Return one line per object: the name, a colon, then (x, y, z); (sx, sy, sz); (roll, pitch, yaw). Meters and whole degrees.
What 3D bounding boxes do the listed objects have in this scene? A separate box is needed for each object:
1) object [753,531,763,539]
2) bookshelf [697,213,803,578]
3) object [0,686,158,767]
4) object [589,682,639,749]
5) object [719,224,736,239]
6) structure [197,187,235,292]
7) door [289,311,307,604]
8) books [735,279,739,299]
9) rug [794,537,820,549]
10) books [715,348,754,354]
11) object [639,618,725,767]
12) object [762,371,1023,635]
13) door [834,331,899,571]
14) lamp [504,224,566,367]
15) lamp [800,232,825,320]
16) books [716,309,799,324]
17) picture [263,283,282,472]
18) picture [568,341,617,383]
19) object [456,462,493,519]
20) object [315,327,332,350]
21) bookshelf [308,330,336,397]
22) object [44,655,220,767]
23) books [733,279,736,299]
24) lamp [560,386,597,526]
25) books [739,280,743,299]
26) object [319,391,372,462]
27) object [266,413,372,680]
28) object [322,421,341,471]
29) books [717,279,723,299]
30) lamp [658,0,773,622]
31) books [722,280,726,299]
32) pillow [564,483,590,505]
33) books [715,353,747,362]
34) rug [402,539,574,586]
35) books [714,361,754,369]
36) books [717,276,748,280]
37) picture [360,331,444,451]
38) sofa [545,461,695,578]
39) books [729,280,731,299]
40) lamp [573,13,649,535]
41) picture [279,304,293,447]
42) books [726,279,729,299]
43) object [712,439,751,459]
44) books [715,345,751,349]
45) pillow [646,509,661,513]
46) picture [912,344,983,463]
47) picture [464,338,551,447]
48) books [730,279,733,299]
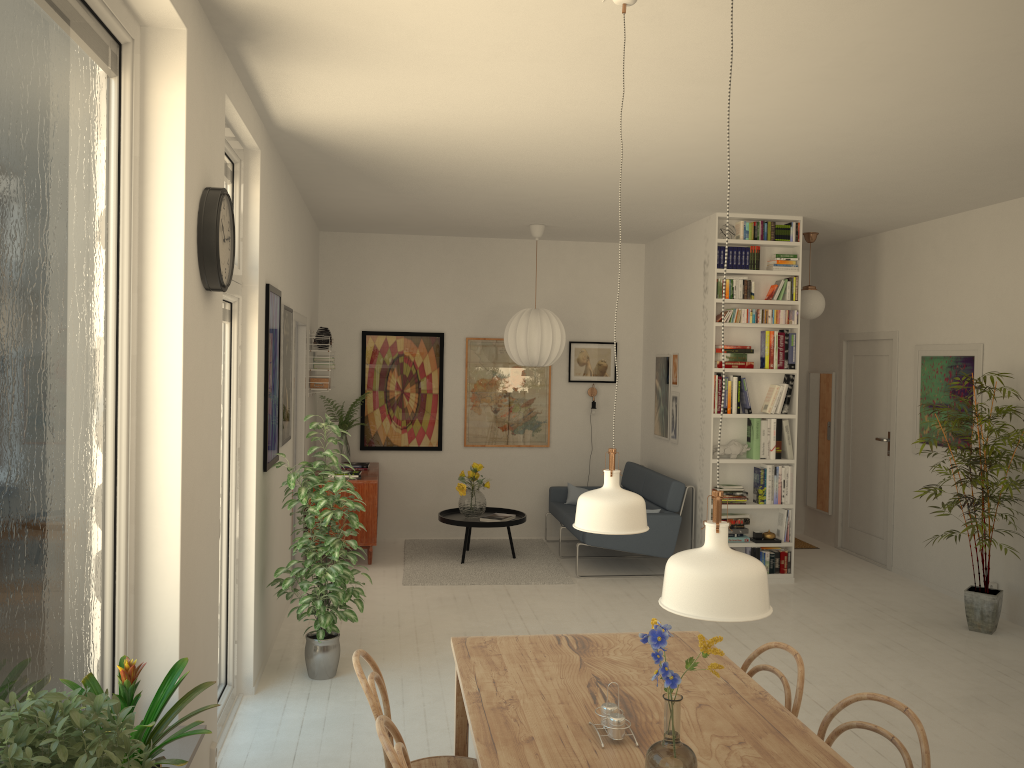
object: (1.958, 1.207, 7.069); (0.058, 0.055, 0.058); (1, 1, -8)
bookshelf: (1.891, 0.120, 7.081); (0.710, 2.900, 0.249); (1, 1, -8)
object: (-0.863, 0.851, 1.650); (0.383, 0.561, 0.395); (1, 1, -10)
object: (0.262, 0.840, 2.292); (0.095, 0.138, 0.155); (1, 1, -8)
object: (1.694, -1.193, 6.961); (0.131, 0.131, 0.131); (1, 1, -12)
structure: (-1.052, -0.516, 3.176); (0.074, 0.371, 0.371); (1, 1, -8)
door: (-2.022, 0.492, 6.549); (0.882, 2.033, 0.955); (1, 1, -8)
books: (1.743, -0.743, 7.038); (0.028, 0.159, 0.222); (1, 1, -8)
rug: (2.401, 1.540, 8.579); (0.941, 0.002, 0.553); (1, 2, -8)
books: (1.735, -0.261, 7.058); (0.314, 0.035, 0.205); (1, 2, -8)
object: (0.360, 0.724, 2.006); (0.206, 0.388, 0.145); (2, 2, 44)
object: (2.809, 0.753, 6.323); (0.778, 1.711, 2.089); (1, 1, -27)
door: (3.220, 0.557, 7.963); (0.166, 2.033, 0.955); (1, 1, -8)
lamp: (0.207, -0.766, 7.697); (0.536, 1.229, 0.536); (2, 1, 26)
lamp: (2.634, -0.953, 7.849); (0.275, 0.767, 0.275); (1, 1, -14)
books: (1.904, -0.532, 7.065); (0.664, 0.110, 0.278); (1, 1, -8)
picture: (-1.340, -0.040, 4.969); (0.018, 0.999, 0.546); (1, 1, -8)
picture: (0.793, -0.213, 8.717); (0.481, 0.402, 0.015); (1, 1, -8)
object: (-0.348, 0.921, 7.668); (0.291, 0.471, 0.361); (2, 1, 30)
object: (-1.591, -0.384, 7.484); (0.139, 0.200, 0.139); (2, 2, 36)
bookshelf: (-1.650, -0.178, 7.729); (0.184, 0.564, 0.695); (1, 1, -8)
object: (-0.941, 0.901, 2.258); (0.417, 0.425, 0.487); (1, 1, -1)
books: (1.724, -0.741, 7.019); (0.012, 0.155, 0.208); (1, 1, -8)
lamp: (0.653, 0.701, 8.653); (0.360, 1.416, 0.112); (1, 1, -8)
books: (1.775, -0.740, 7.035); (0.035, 0.158, 0.200); (1, 1, -8)
object: (-1.532, 0.403, 8.195); (0.476, 0.686, 0.398); (1, 1, -6)
object: (-1.032, 0.864, 4.771); (0.569, 1.424, 0.514); (2, 1, 35)
object: (-1.532, 0.541, 7.552); (0.160, 0.445, 0.158); (2, 1, 32)
books: (1.610, -0.745, 7.005); (0.034, 0.162, 0.197); (1, 1, -8)
lamp: (0.435, -0.338, 1.816); (0.229, 1.595, 0.229); (2, 1, 38)
books: (1.641, -0.740, 7.012); (0.030, 0.149, 0.202); (1, 1, -8)
pillow: (0.754, 1.079, 8.430); (0.540, 0.277, 0.157); (1, 1, -7)
books: (1.734, -0.210, 7.046); (0.268, 0.064, 0.128); (0, 2, -38)
rug: (-0.264, 1.508, 7.620); (1.304, 0.012, 1.661); (1, 2, -6)
books: (1.736, -0.151, 7.039); (0.300, 0.056, 0.202); (1, 2, -8)
books: (1.717, -0.834, 7.030); (0.255, 0.022, 0.189); (1, 2, 2)
picture: (-1.047, 0.070, 8.461); (0.778, 1.133, 0.018); (1, 1, -8)
sofa: (0.896, 1.145, 7.815); (0.964, 0.773, 1.603); (1, 1, -8)
books: (1.685, -0.741, 7.028); (0.013, 0.149, 0.208); (1, 1, -8)
lamp: (0.314, -0.363, 2.667); (0.229, 1.595, 0.229); (2, 1, 27)
picture: (-1.436, -0.057, 5.644); (0.020, 0.869, 0.525); (1, 1, -8)
books: (1.669, -0.741, 7.011); (0.023, 0.152, 0.199); (1, 1, -8)
object: (1.733, 0.514, 7.023); (0.311, 0.150, 0.137); (1, 1, 0)
books: (1.729, -0.291, 7.049); (0.266, 0.026, 0.203); (1, 2, -19)
pillow: (0.929, 1.107, 7.166); (0.533, 0.353, 0.141); (1, 1, -8)
picture: (3.327, 0.135, 6.807); (0.012, 0.876, 0.822); (1, 1, -8)
picture: (-0.038, 0.086, 8.607); (0.838, 1.052, 0.012); (1, 1, -8)
books: (1.704, -0.743, 7.032); (0.024, 0.155, 0.188); (1, 1, -8)
